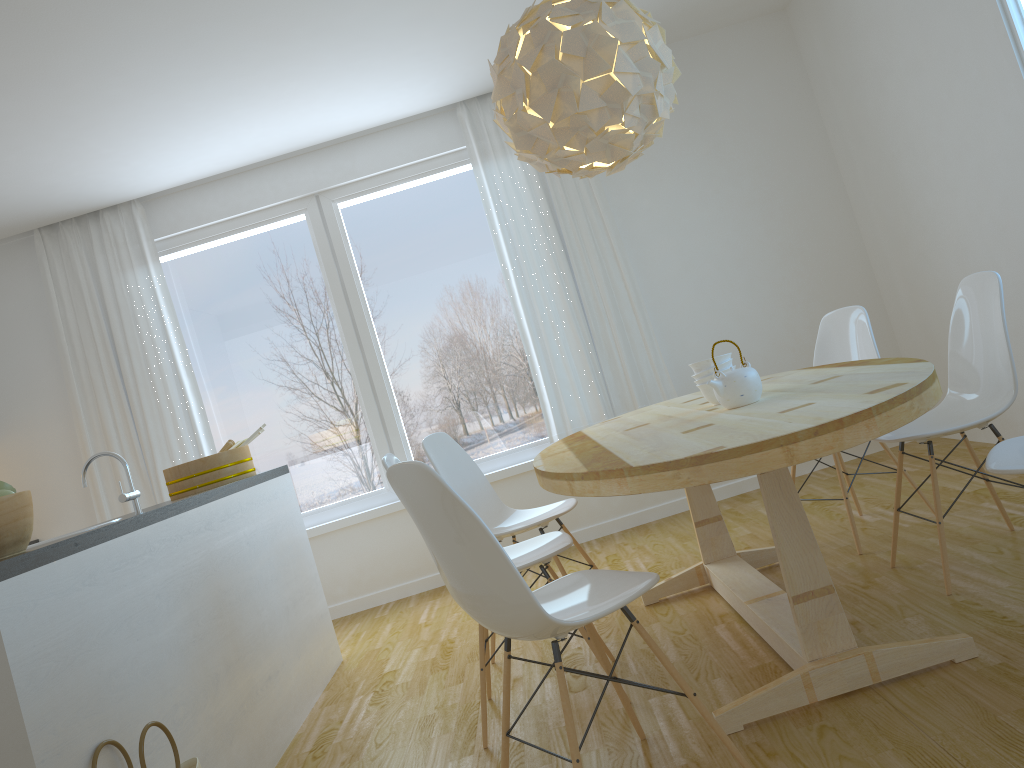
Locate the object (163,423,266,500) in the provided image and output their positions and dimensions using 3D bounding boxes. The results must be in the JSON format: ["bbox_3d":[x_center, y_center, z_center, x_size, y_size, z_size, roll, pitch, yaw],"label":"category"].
[{"bbox_3d":[-1.349,0.356,3.985,0.375,0.215,0.432,-18,-1,28],"label":"object"}]

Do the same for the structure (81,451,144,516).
[{"bbox_3d":[-1.227,0.311,2.671,0.162,0.216,0.096,-17,-3,0],"label":"structure"}]

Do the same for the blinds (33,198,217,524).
[{"bbox_3d":[-2.260,-0.021,5.172,0.795,2.168,0.149,-17,-4,-1],"label":"blinds"}]

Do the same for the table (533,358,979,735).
[{"bbox_3d":[0.745,0.437,2.915,1.194,0.727,2.184,-17,-1,-1],"label":"table"}]

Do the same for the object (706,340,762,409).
[{"bbox_3d":[0.671,-0.032,2.748,0.177,0.212,0.146,-17,-3,-1],"label":"object"}]

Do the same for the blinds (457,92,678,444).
[{"bbox_3d":[0.290,-0.799,5.210,0.795,2.168,0.149,-17,-4,0],"label":"blinds"}]

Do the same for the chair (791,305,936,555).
[{"bbox_3d":[1.328,0.172,3.669,0.526,0.905,0.425,-16,-3,-25],"label":"chair"}]

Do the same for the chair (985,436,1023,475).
[{"bbox_3d":[1.372,0.151,2.071,0.518,0.905,0.432,-19,-3,30],"label":"chair"}]

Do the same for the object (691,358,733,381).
[{"bbox_3d":[0.698,-0.021,3.039,0.150,0.096,0.152,-17,-1,16],"label":"object"}]

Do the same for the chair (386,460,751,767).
[{"bbox_3d":[0.100,0.539,2.062,0.527,0.905,0.425,-15,-3,-30],"label":"chair"}]

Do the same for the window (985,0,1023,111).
[{"bbox_3d":[0.839,-0.730,2.478,2.549,2.061,1.874,-17,-2,0],"label":"window"}]

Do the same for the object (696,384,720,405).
[{"bbox_3d":[0.717,0.023,3.034,0.150,0.083,0.153,-18,-1,39],"label":"object"}]

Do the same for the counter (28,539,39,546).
[{"bbox_3d":[-3.070,1.014,4.199,0.600,0.040,1.996,-17,0,0],"label":"counter"}]

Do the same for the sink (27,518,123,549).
[{"bbox_3d":[-1.374,0.545,2.684,0.400,0.157,0.407,-18,-1,41],"label":"sink"}]

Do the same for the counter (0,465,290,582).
[{"bbox_3d":[-1.355,0.485,3.002,0.600,0.040,2.395,-17,0,0],"label":"counter"}]

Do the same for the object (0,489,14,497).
[{"bbox_3d":[-1.239,0.301,2.152,0.082,0.086,0.096,-15,-2,-35],"label":"object"}]

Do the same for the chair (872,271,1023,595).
[{"bbox_3d":[1.440,0.134,2.919,0.523,0.905,0.428,-17,-3,0],"label":"chair"}]

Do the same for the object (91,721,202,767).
[{"bbox_3d":[-0.372,0.899,2.190,1.197,0.503,0.467,-17,-2,-23],"label":"object"}]

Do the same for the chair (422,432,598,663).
[{"bbox_3d":[0.030,0.567,3.550,0.520,0.905,0.431,-18,-3,20],"label":"chair"}]

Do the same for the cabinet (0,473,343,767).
[{"bbox_3d":[-1.217,0.940,2.971,0.600,0.912,2.395,-17,-1,0],"label":"cabinet"}]

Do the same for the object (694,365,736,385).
[{"bbox_3d":[0.707,0.001,3.037,0.149,0.093,0.153,-18,-2,39],"label":"object"}]

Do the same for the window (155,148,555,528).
[{"bbox_3d":[-0.915,-0.240,5.373,2.727,1.925,0.088,-17,-4,-1],"label":"window"}]

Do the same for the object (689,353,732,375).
[{"bbox_3d":[0.692,-0.049,3.042,0.150,0.087,0.152,-18,-1,28],"label":"object"}]

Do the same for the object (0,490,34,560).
[{"bbox_3d":[-1.259,0.357,2.137,0.206,0.142,0.203,-16,-2,-39],"label":"object"}]

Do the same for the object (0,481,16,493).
[{"bbox_3d":[-1.282,0.268,2.211,0.077,0.072,0.074,-18,-2,25],"label":"object"}]

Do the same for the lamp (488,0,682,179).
[{"bbox_3d":[0.173,-1.247,3.039,0.647,1.139,0.637,-17,-3,-1],"label":"lamp"}]
